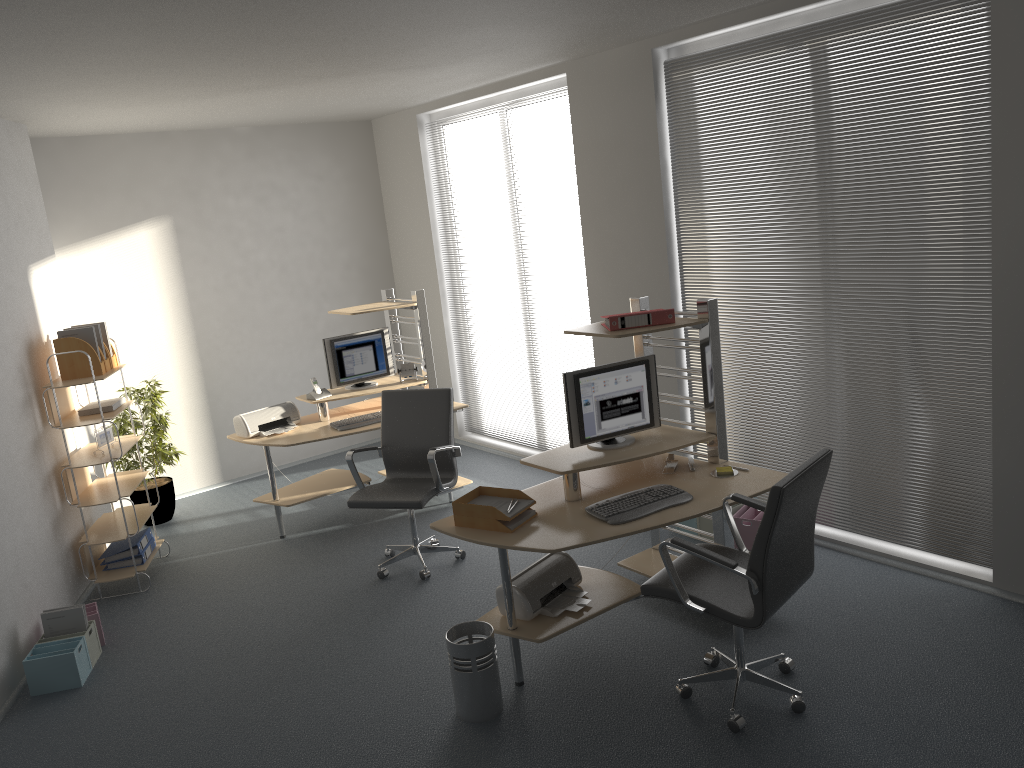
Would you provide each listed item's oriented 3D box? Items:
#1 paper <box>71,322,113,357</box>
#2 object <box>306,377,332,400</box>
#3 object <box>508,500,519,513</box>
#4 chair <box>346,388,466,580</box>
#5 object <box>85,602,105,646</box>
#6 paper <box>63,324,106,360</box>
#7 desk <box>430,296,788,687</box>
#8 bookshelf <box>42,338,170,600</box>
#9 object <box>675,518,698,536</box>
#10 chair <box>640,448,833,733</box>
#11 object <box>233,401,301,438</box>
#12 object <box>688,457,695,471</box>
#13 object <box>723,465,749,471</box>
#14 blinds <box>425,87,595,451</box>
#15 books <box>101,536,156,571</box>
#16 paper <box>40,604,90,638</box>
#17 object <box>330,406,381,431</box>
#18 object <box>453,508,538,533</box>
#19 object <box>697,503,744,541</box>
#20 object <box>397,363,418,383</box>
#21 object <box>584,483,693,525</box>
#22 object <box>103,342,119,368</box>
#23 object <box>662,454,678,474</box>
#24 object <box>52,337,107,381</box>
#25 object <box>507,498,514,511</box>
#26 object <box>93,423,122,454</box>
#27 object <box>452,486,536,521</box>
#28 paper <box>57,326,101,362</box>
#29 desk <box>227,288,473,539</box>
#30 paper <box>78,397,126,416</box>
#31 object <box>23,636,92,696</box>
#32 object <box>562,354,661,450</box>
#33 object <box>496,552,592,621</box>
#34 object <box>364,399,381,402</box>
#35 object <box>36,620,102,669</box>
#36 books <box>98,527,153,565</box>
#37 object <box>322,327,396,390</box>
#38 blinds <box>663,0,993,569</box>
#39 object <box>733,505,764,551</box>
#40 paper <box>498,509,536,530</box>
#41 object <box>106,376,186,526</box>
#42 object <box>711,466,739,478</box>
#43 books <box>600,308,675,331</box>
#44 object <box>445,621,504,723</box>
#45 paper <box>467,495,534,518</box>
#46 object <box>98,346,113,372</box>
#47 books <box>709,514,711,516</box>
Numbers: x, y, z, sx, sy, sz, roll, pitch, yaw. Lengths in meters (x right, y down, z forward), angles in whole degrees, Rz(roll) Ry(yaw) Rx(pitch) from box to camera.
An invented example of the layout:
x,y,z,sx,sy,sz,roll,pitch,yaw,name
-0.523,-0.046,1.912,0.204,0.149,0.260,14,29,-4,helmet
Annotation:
x,y,z,sx,sy,sz,roll,pitch,yaw,name
-2.720,-0.243,5.757,0.213,0.297,0.045,-8,12,-5,paper
-1.421,0.027,6.477,0.119,0.151,0.150,3,16,40,object
0.006,0.551,3.982,0.008,0.009,0.159,-3,13,18,object
-0.640,0.611,5.440,0.584,1.048,0.652,-2,13,20,chair
-2.421,1.375,4.939,0.245,0.202,0.185,-13,13,-26,object
-2.707,-0.218,5.636,0.213,0.297,0.045,-8,12,-7,paper
0.471,0.492,4.134,1.469,1.566,0.967,-15,15,-34,desk
-2.604,0.521,5.716,0.381,1.572,0.724,-8,12,-8,bookshelf
1.171,0.815,5.555,0.245,0.202,0.185,-15,15,-34,object
0.931,0.806,3.654,0.652,1.048,0.584,4,16,40,chair
-1.698,0.256,6.294,0.438,0.162,0.351,-18,16,-42,object
0.903,0.399,4.462,0.022,0.042,0.134,-5,12,7,object
1.100,0.412,4.368,0.011,0.011,0.158,-16,15,-37,object
0.001,-0.807,7.132,0.037,2.749,1.950,-15,15,-34,blinds
-2.518,1.113,5.831,0.262,0.072,0.320,-8,12,-7,books
-2.365,1.341,4.725,0.220,0.306,0.068,-9,12,-8,paper
-1.167,0.241,6.512,0.478,0.082,0.814,-13,13,-27,object
-0.075,0.595,4.049,0.309,0.060,0.225,1,14,33,object
1.280,0.834,5.407,0.245,0.202,0.185,-15,15,-34,object
-0.783,-0.088,6.690,0.154,0.135,0.093,-6,12,1,object
0.450,0.529,4.270,0.478,0.082,0.814,-13,13,-27,object
-2.714,-0.220,5.742,0.243,0.259,0.113,-8,12,-5,object
0.798,0.397,4.478,0.054,0.064,0.159,-2,13,21,object
-2.677,-0.173,5.501,0.243,0.259,0.113,-9,12,-10,object
-0.007,0.547,4.009,0.008,0.009,0.159,-5,12,10,object
-2.601,0.343,5.672,0.077,0.161,0.192,-5,12,10,object
-0.081,0.541,4.038,0.309,0.060,0.225,1,14,33,object
-2.685,-0.195,5.516,0.213,0.297,0.045,-9,12,-10,paper
-1.185,0.212,6.367,1.469,1.566,0.967,-15,15,-34,desk
-2.648,0.145,5.733,0.213,0.046,0.297,-8,12,-8,paper
-2.323,1.447,4.546,0.245,0.202,0.185,-9,12,-8,object
0.489,0.093,4.462,0.516,0.418,0.245,-10,12,-13,object
0.190,0.950,4.163,0.351,0.162,0.438,3,15,38,object
-0.913,0.162,6.727,0.168,0.088,0.742,-14,14,-32,object
-2.355,1.413,4.725,0.245,0.202,0.185,-9,12,-8,object
-2.534,1.061,5.819,0.263,0.100,0.320,-8,12,-7,books
-1.156,-0.185,6.676,0.516,0.418,0.245,-11,13,-20,object
1.663,-0.525,4.894,0.022,2.770,1.950,-15,15,-34,blinds
1.436,0.851,5.242,0.185,0.202,0.245,2,15,36,object
-0.073,0.607,4.051,0.297,0.019,0.210,1,14,33,paper
-2.822,0.523,6.867,0.544,1.147,0.644,-8,12,-6,object
1.034,0.423,4.317,0.132,0.026,0.132,-15,15,-34,object
0.619,-0.335,4.408,0.320,0.072,0.262,-7,12,-3,books
-0.161,1.249,3.845,0.208,0.377,0.208,-5,12,8,object
-0.079,0.557,4.041,0.297,0.010,0.210,1,14,33,paper
-2.700,-0.196,5.620,0.243,0.259,0.113,-8,12,-7,object
1.281,0.767,5.380,0.220,0.306,0.068,-15,15,-34,books
